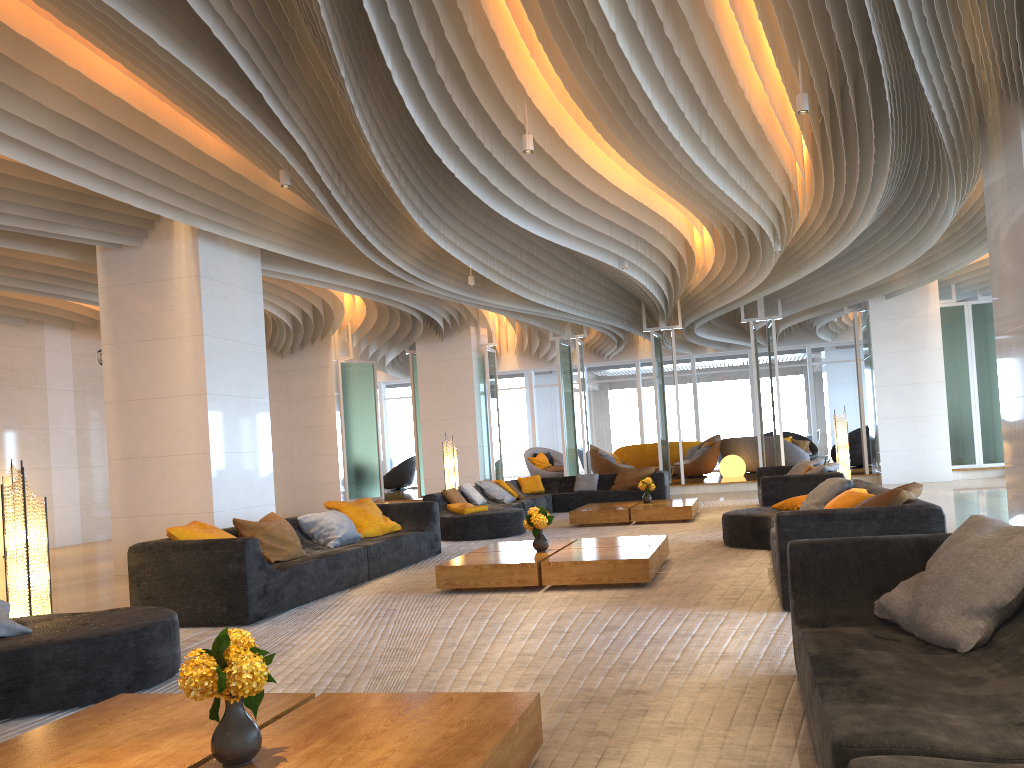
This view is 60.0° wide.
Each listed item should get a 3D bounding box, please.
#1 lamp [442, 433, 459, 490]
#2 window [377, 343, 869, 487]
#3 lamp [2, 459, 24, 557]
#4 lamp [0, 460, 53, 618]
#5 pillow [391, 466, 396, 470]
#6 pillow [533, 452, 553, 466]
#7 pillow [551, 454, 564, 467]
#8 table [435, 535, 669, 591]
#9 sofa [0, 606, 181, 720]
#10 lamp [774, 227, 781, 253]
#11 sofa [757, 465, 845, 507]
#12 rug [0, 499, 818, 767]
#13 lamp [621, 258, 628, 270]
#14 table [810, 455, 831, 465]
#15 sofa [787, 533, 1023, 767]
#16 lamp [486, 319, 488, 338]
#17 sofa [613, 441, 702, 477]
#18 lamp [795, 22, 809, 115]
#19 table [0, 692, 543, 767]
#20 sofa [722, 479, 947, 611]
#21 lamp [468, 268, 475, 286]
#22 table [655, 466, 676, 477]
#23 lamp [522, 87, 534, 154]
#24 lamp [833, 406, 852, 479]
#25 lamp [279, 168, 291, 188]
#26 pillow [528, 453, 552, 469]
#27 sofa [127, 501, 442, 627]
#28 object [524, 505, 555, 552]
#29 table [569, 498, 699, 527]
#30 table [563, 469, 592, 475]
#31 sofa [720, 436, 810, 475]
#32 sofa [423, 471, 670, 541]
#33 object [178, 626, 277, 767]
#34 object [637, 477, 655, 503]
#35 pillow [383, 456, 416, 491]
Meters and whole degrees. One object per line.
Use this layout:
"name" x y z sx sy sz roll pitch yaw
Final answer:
"lamp" -0.958 1.494 14.127 0.248 1.448 0.252 -4 -1 14
"window" 4.985 -0.462 8.620 22.384 3.214 54.021 -2 -5 -20
"lamp" -7.446 1.847 13.252 0.248 1.448 0.252 -4 -1 14
"lamp" -3.128 1.086 5.719 0.248 1.196 0.252 -4 -1 14
"pillow" -3.430 2.544 25.995 0.457 0.408 0.511 -6 -4 31
"pillow" 0.869 2.043 23.834 0.616 0.421 0.366 0 -4 -43
"pillow" 1.292 2.065 23.877 0.509 0.408 0.460 -3 -3 -19
"table" 0.408 1.456 7.230 1.589 0.219 1.616 -5 -5 14
"sofa" -2.509 1.196 3.867 1.345 0.575 2.274 -5 -4 14
"lamp" 3.505 -2.515 11.878 0.090 1.503 0.088 -3 -1 -31
"sofa" 3.768 1.420 11.790 0.935 0.581 3.812 -5 -5 14
"rug" 0.500 1.589 7.543 5.474 0.022 16.372 -5 -5 14
"lamp" 1.518 -2.349 12.334 0.090 1.503 0.088 -3 -1 -31
"table" 7.294 1.914 21.420 1.088 0.318 0.814 -3 -4 -15
"sofa" 1.083 0.784 1.701 1.325 0.581 4.234 -5 -5 21
"lamp" -0.619 -1.476 21.458 0.088 1.503 0.090 -4 -1 23
"sofa" 3.830 1.959 22.795 2.557 0.899 1.114 -4 -3 3
"lamp" 2.189 -2.835 6.832 0.089 1.503 0.089 -4 -1 5
"table" -0.877 1.147 2.339 1.589 0.219 1.616 -5 -5 14
"sofa" 2.343 1.131 7.031 1.343 0.581 4.180 -5 -5 13
"lamp" -0.629 -2.169 12.830 0.090 1.503 0.088 -3 -1 -31
"table" 3.459 2.122 20.899 0.820 0.318 1.080 -3 -4 -4
"lamp" 0.086 -2.659 7.318 0.090 1.503 0.088 -3 -1 -13
"lamp" 5.120 1.065 13.726 0.248 1.448 0.252 -4 -1 14
"lamp" -2.035 -2.482 7.798 0.089 1.503 0.089 -4 -1 5
"pillow" 0.746 2.038 23.443 0.466 0.453 0.630 -5 -4 30
"sofa" -1.685 1.447 7.703 0.935 0.581 3.812 -5 -5 14
"object" 0.214 1.165 7.173 0.233 0.376 0.270 -5 -3 36
"table" 1.731 1.775 12.259 1.589 0.219 1.616 -5 -5 14
"table" 1.873 2.389 22.925 1.069 0.318 0.828 -5 -4 20
"sofa" 5.846 1.665 20.783 1.124 0.899 2.536 -2 -4 -26
"sofa" 0.706 1.689 13.085 2.805 0.652 5.136 -5 -5 14
"object" -0.773 0.849 2.433 0.263 0.376 0.238 -4 -2 16
"object" 1.884 1.475 12.378 0.270 0.376 0.233 -1 -3 -44
"pillow" -3.363 2.661 26.347 1.127 1.003 1.534 -5 -4 17
